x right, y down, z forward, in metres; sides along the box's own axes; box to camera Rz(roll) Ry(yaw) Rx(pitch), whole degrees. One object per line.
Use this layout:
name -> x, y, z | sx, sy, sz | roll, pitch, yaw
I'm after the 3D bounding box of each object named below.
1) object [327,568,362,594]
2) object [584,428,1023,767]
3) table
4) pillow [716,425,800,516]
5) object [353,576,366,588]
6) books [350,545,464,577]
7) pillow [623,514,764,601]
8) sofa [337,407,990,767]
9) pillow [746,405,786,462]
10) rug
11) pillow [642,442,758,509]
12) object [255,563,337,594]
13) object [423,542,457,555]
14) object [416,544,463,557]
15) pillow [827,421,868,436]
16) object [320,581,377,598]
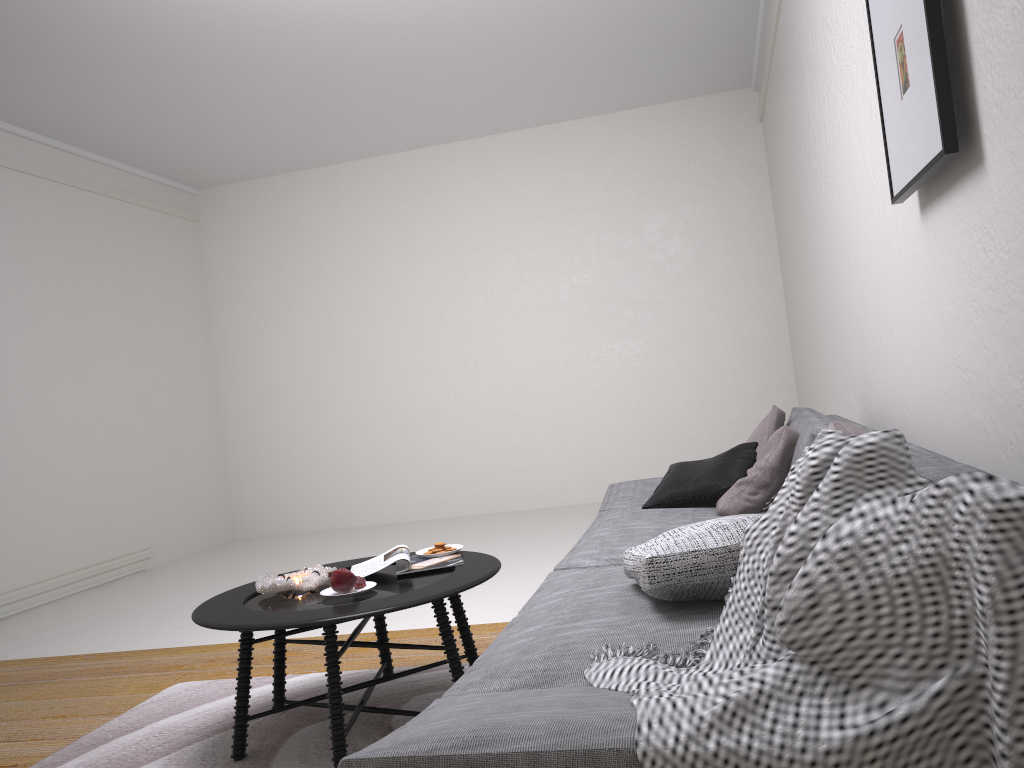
object -> -0.502, 0.587, 2.653 | 0.090, 0.082, 0.108 | -7, -1, -43
object -> 0.425, 0.526, 1.319 | 0.629, 0.866, 0.871 | -7, -1, -22
table -> -0.476, 0.846, 2.783 | 0.938, 0.449, 0.950 | -7, -1, 10
pillow -> 0.914, 0.314, 3.292 | 0.335, 0.318, 0.426 | -7, -1, 12
object -> -0.467, 0.606, 2.714 | 0.035, 0.036, 0.044 | -7, -1, 21
books -> -0.359, 0.584, 2.970 | 0.375, 0.048, 0.303 | -7, -1, -9
pillow -> 0.470, 0.401, 2.053 | 0.406, 0.194, 0.404 | -7, -1, -1
sofa -> 0.637, 0.550, 2.586 | 1.094, 0.772, 3.081 | -7, -1, 13
pillow -> 1.002, 0.327, 3.722 | 0.346, 0.448, 0.487 | -8, -1, 33
rug -> -0.804, 1.080, 1.485 | 1.936, 0.008, 3.736 | -7, -1, 13
pillow -> 0.759, 0.394, 3.515 | 0.413, 0.268, 0.409 | -8, -1, 33
object -> -0.686, 0.625, 2.834 | 0.250, 0.062, 0.257 | -7, -1, 20
object -> -0.253, 0.572, 3.097 | 0.122, 0.036, 0.117 | -7, -1, -26
object -> -0.252, 0.585, 3.094 | 0.168, 0.015, 0.167 | -7, -1, -6
pillow -> 0.547, 0.275, 1.557 | 0.240, 0.390, 0.430 | -7, -1, 13
object -> -0.491, 0.621, 2.663 | 0.171, 0.015, 0.164 | -7, -1, -33
